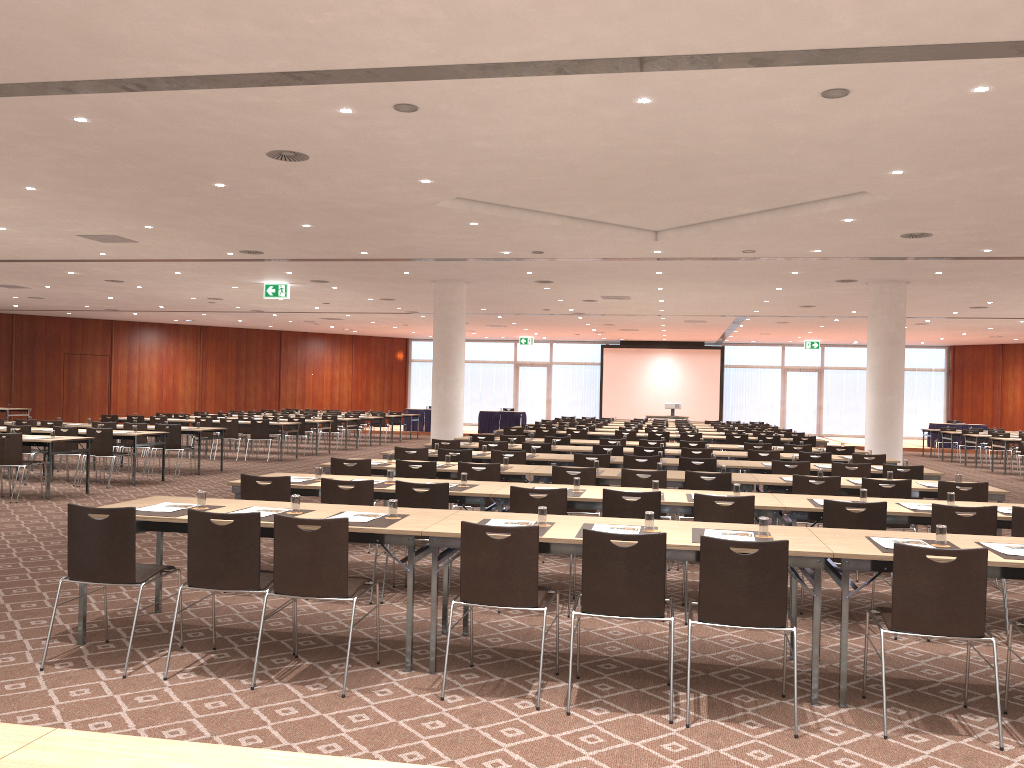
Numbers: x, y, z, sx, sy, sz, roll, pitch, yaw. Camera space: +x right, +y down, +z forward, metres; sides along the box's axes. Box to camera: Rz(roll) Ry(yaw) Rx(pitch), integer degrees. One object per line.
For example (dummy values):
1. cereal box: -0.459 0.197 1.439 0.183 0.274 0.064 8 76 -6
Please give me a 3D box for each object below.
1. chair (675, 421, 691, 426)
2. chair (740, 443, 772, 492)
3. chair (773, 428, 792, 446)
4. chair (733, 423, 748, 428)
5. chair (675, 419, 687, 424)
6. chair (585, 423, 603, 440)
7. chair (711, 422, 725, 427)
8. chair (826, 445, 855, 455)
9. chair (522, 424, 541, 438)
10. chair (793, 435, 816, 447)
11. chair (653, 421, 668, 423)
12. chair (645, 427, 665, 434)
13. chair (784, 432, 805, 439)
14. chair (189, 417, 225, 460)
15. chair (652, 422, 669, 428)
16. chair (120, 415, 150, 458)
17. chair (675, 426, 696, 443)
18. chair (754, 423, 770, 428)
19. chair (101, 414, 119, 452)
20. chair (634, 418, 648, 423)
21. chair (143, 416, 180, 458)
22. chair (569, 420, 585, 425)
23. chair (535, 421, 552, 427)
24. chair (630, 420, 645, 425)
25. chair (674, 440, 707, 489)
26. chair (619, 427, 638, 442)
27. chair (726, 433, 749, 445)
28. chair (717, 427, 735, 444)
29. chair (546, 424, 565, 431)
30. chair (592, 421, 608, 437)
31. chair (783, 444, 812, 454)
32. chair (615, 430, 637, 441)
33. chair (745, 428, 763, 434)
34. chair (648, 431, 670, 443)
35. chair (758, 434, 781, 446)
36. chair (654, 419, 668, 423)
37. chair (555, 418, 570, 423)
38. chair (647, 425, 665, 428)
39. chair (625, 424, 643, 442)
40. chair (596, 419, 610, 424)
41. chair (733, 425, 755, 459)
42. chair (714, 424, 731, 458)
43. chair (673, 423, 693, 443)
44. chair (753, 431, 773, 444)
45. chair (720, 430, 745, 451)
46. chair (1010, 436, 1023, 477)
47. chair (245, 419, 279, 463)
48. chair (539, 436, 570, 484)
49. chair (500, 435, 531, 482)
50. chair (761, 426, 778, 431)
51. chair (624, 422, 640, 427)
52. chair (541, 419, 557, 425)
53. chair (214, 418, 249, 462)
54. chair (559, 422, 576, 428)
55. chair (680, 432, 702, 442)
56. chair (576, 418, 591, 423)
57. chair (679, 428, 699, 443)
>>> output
1. chair: 4.970 1.553 25.816 0.535 0.939 0.614 1 0 13
2. chair: 3.942 1.412 14.318 0.535 0.939 0.614 1 0 10
3. chair: 6.539 1.548 21.510 0.535 0.939 0.614 1 0 9
4. chair: 6.555 1.589 25.534 0.535 0.939 0.614 1 0 11
5. chair: 5.342 1.583 27.859 0.535 0.939 0.614 1 0 12
6. chair: 2.056 1.447 22.271 0.535 0.939 0.614 1 0 8
7. chair: 5.979 1.577 25.715 0.535 0.939 0.614 1 0 12
8. chair: 5.173 1.440 14.100 0.535 0.939 0.614 1 0 8
9. chair: 0.462 1.392 20.559 0.535 0.939 0.614 1 0 11
10. chair: 5.788 1.490 17.623 0.535 0.939 0.614 1 0 13
11. chair: 4.337 1.540 25.964 0.535 0.939 0.614 1 0 13
12. chair: 3.219 1.453 20.068 0.535 0.939 0.614 1 0 9
13. chair: 6.186 1.519 19.506 0.535 0.939 0.614 1 0 12
14. chair: -6.828 1.209 19.883 0.535 0.939 0.614 1 0 13
15. chair: 3.998 1.512 23.993 0.535 0.939 0.614 1 0 8
16. chair: -8.445 1.173 20.111 0.535 0.939 0.614 1 0 11
17. chair: 4.291 1.497 21.874 0.535 0.939 0.614 1 0 9
18. chair: 7.142 1.602 25.465 0.535 0.939 0.614 1 0 10
19. chair: -9.035 1.159 20.133 0.535 0.939 0.614 1 0 13
20. chair: 4.066 1.554 28.043 0.535 0.939 0.614 1 0 11
21. chair: -7.853 1.185 19.923 0.535 0.939 0.614 1 0 12
22. chair: 1.809 1.463 24.425 0.535 0.939 0.614 1 0 10
23. chair: 0.809 1.420 22.571 0.535 0.939 0.614 1 0 7
24. chair: 3.707 1.526 26.119 0.535 0.939 0.614 1 0 12
25. chair: 2.955 1.391 14.572 0.535 0.939 0.614 1 0 7
26. chair: 2.647 1.440 20.135 0.535 0.939 0.614 1 0 10
27. chair: 4.496 1.461 17.810 0.535 0.939 0.614 1 0 8
28. chair: 5.235 1.519 21.784 0.535 0.939 0.614 1 0 11
29. chair: 1.013 1.404 20.425 0.535 0.939 0.614 1 0 12
30. chair: 2.413 1.476 24.274 0.535 0.939 0.614 1 0 13
31. chair: 4.556 1.426 14.245 0.535 0.939 0.614 1 0 10
32. chair: 2.335 1.413 18.194 0.535 0.939 0.614 1 0 11
33. chair: 5.876 1.533 21.592 0.535 0.939 0.614 1 0 12
34. chair: 2.992 1.428 18.120 0.535 0.939 0.614 1 0 9
35. chair: 5.095 1.474 17.668 0.535 0.939 0.614 1 0 9
36. chair: 4.666 1.567 27.901 0.535 0.939 0.614 1 0 9
37. chair: 1.506 1.477 26.510 0.535 0.939 0.614 1 0 8
38. chair: 3.570 1.482 22.080 0.535 0.939 0.614 1 0 11
39. chair: 3.044 1.470 22.131 0.535 0.939 0.614 1 0 12
40. chair: 2.706 1.503 26.254 0.535 0.939 0.614 1 0 13
41. chair: 6.203 1.561 23.601 0.535 0.939 0.614 1 0 7
42. chair: 5.594 1.547 23.674 0.535 0.939 0.614 1 0 10
43. chair: 4.629 1.526 23.923 0.535 0.939 0.614 1 0 7
44. chair: 5.534 1.505 19.657 0.535 0.939 0.614 1 0 9
45. chair: 4.930 1.491 19.729 0.535 0.939 0.614 1 0 9
46. chair: 11.994 1.670 20.600 0.535 0.939 0.614 1 0 10
47. chair: -5.507 1.238 19.589 0.535 0.939 0.614 1 0 9
48. chair: 0.777 1.343 14.959 0.535 0.939 0.614 1 0 12
49. chair: 0.025 1.325 15.015 0.535 0.939 0.614 1 0 8
50. chair: 6.791 1.573 23.461 0.535 0.939 0.614 1 0 12
51. chair: 3.269 1.495 24.087 0.535 0.939 0.614 1 0 11
52. chair: 1.038 1.445 24.484 0.535 0.939 0.614 1 0 11
53. chair: -6.190 1.222 19.627 0.535 0.939 0.614 1 0 9
54. chair: 1.411 1.433 22.421 0.535 0.939 0.614 1 0 13
55. chair: 3.613 1.441 17.932 0.535 0.939 0.614 1 0 11
56. chair: 2.129 1.490 26.321 0.535 0.939 0.614 1 0 9
57. chair: 3.962 1.470 19.979 0.535 0.939 0.614 1 0 8
